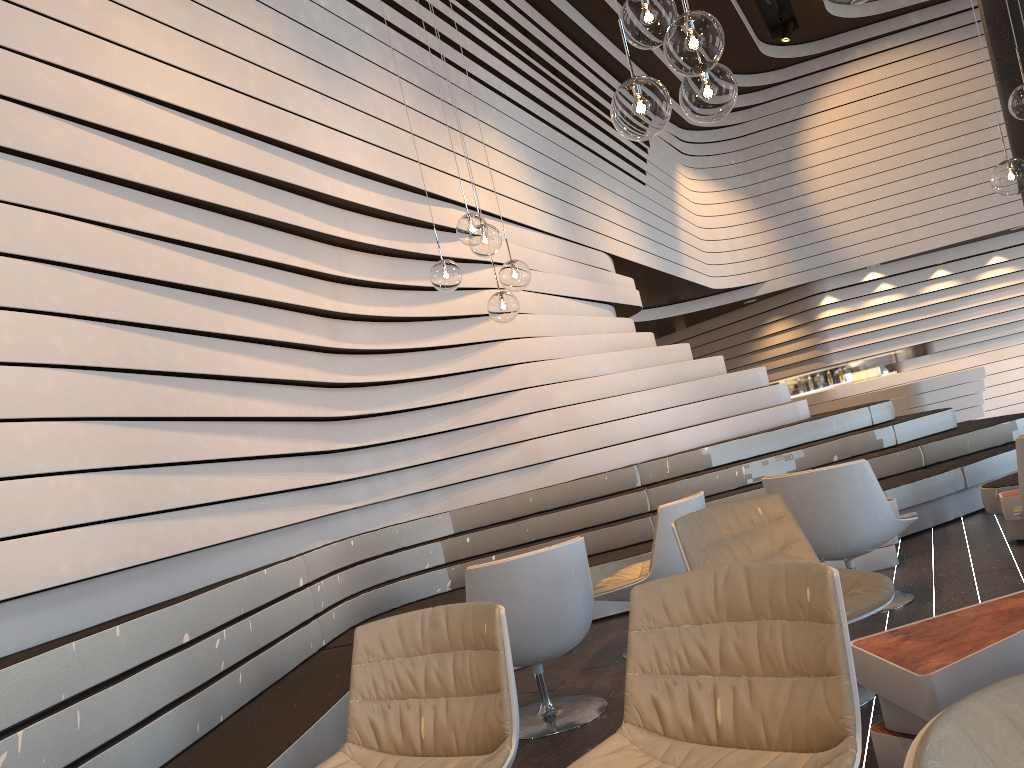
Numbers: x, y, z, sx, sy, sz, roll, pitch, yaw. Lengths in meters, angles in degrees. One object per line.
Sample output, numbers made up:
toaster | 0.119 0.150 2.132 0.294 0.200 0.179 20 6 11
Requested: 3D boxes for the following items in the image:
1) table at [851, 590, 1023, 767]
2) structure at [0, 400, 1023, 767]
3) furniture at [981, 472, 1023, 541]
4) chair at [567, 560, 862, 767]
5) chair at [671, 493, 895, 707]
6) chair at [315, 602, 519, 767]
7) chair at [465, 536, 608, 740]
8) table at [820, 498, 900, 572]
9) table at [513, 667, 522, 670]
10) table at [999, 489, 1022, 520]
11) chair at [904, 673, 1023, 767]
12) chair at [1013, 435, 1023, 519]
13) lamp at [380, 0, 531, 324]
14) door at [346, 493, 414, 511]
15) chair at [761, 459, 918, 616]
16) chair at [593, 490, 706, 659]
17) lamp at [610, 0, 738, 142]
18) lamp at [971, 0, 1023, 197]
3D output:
table | 1.385 0.878 2.601 0.893 0.370 0.420 -11 -3 -27
structure | -0.889 1.028 1.418 5.848 0.927 18.023 -15 -5 21
furniture | 3.736 0.361 5.093 1.745 0.722 1.297 -11 -4 -29
chair | 0.438 0.838 1.902 0.698 0.766 0.669 -12 -2 -44
chair | 1.037 0.826 3.360 0.648 0.766 0.721 -13 -2 -24
chair | -0.269 1.047 2.358 0.668 0.766 0.699 -14 -2 33
chair | 0.072 1.105 3.913 0.649 0.766 0.720 -13 -2 -20
table | 1.978 0.988 5.413 0.905 0.371 0.415 -13 -2 -1
table | -0.014 1.433 5.086 0.893 0.370 0.420 -11 -3 -27
table | 2.953 0.660 4.345 0.920 0.370 0.408 -16 -3 28
chair | 0.777 0.650 0.703 0.722 0.766 0.647 -14 -2 29
chair | 2.482 0.511 3.691 0.666 0.766 0.701 -14 -2 26
lamp | -0.629 -2.608 4.518 0.528 4.715 0.335 -14 1 -12
door | -1.179 1.119 8.390 0.985 2.106 0.160 -13 1 26
chair | 1.719 0.772 4.577 0.669 0.766 0.698 -15 -2 42
chair | 0.743 1.012 4.664 0.721 0.766 0.648 -14 -2 25
lamp | -0.104 -3.008 2.394 0.314 4.743 0.651 -13 1 34
lamp | 3.050 -2.929 9.573 9.166 4.613 41.414 -15 -5 25
